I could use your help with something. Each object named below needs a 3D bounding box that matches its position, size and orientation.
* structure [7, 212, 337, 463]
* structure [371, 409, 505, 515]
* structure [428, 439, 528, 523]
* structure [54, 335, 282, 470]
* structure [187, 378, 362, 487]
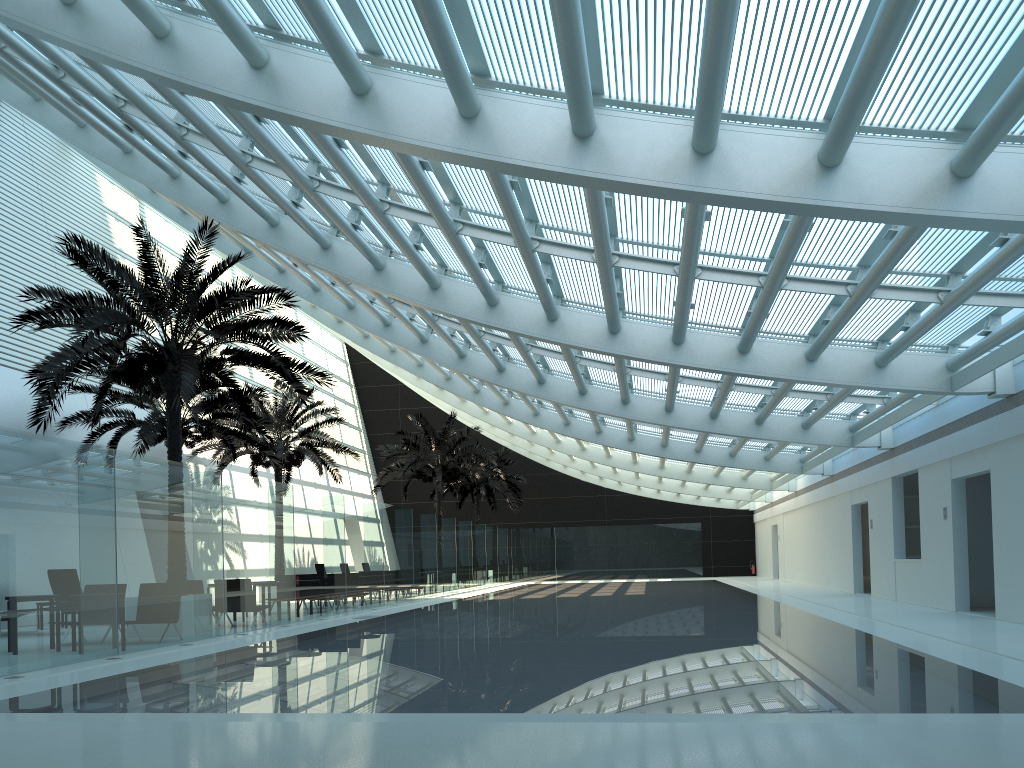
[{"bbox_3d":[-5.814,0.728,14.642,4.845,6.909,4.490,-4,-5,27],"label":"structure"},{"bbox_3d":[-2.806,4.507,33.692,4.824,6.910,4.510,-2,-4,2],"label":"structure"},{"bbox_3d":[-1.499,6.114,41.792,4.456,6.907,4.886,-1,-5,-13],"label":"structure"},{"bbox_3d":[-8.031,2.133,20.823,4.641,6.726,4.345,-1,-4,-13],"label":"structure"},{"bbox_3d":[-7.290,3.299,26.827,4.326,6.786,4.662,-5,-6,42],"label":"structure"}]
